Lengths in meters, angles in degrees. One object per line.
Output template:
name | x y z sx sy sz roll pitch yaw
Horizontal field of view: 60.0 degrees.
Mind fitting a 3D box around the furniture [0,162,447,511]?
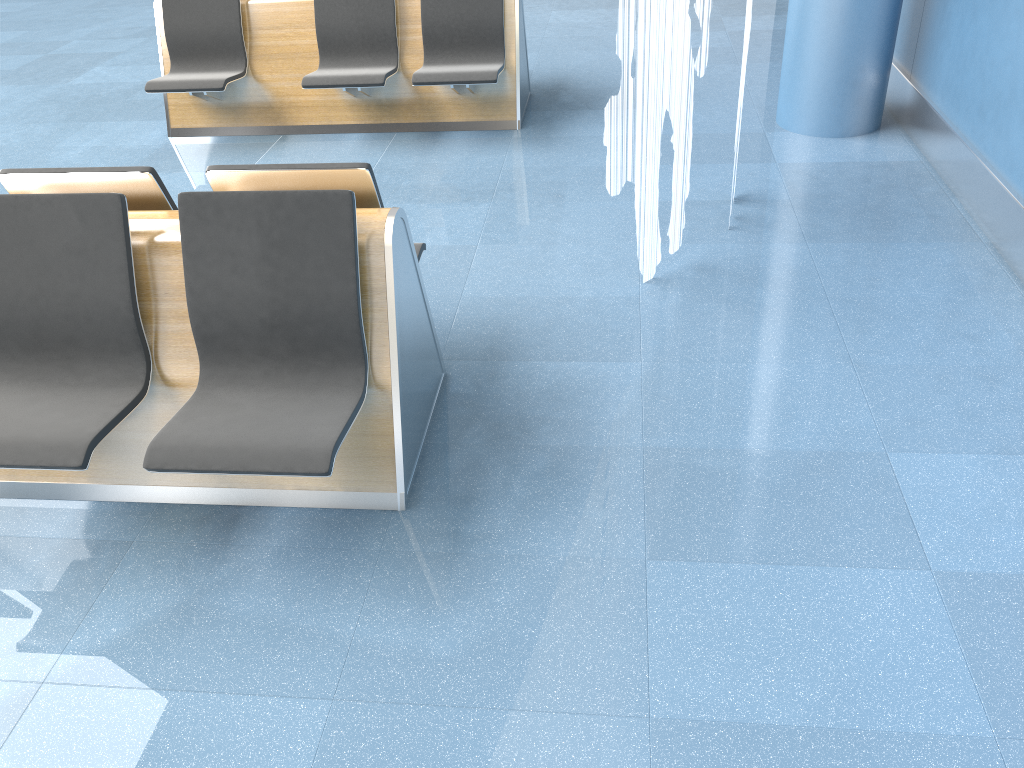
furniture | -1.434 -0.217 2.812 2.281 0.896 1.301 1 34 7

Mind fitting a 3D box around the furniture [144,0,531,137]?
furniture | -1.067 -2.148 5.612 2.281 0.896 1.301 1 34 7
